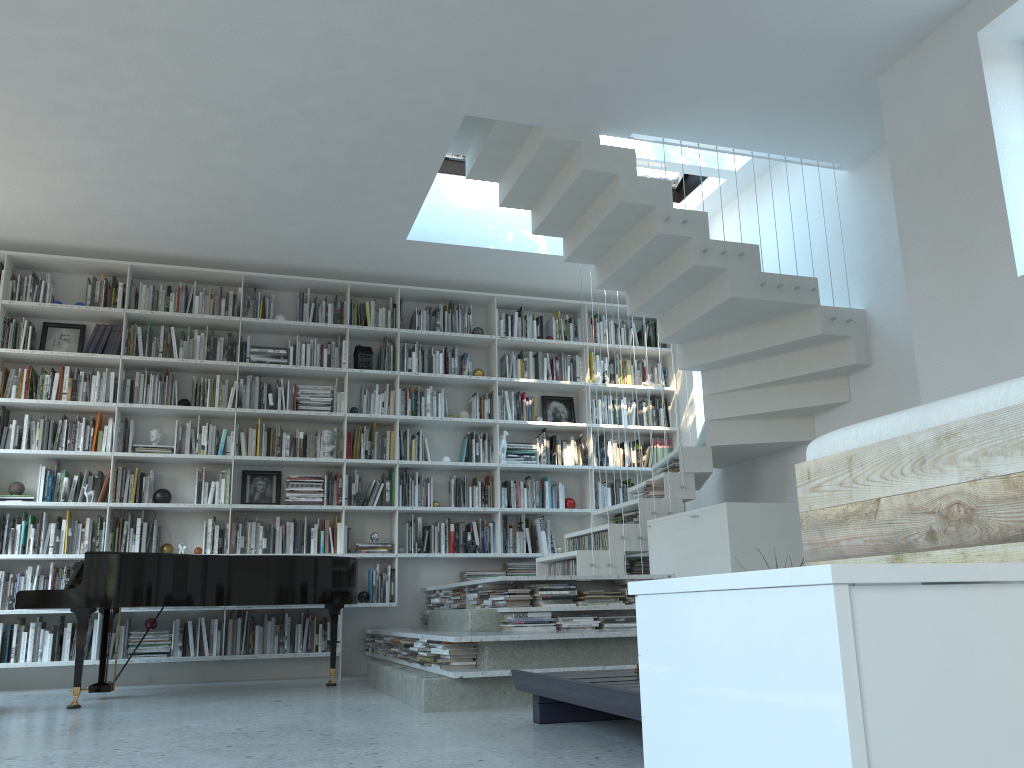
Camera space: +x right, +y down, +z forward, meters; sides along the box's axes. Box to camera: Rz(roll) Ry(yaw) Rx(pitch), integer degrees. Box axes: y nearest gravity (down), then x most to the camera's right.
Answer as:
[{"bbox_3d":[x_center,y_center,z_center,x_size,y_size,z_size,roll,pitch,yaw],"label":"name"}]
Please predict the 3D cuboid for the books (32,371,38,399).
[{"bbox_3d":[-3.546,0.040,6.603,0.047,0.249,0.134,3,-15,-17],"label":"books"}]

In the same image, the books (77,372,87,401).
[{"bbox_3d":[-3.248,0.053,6.700,0.029,0.260,0.158,3,-15,-17],"label":"books"}]

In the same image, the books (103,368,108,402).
[{"bbox_3d":[-3.076,0.041,6.729,0.012,0.290,0.182,3,-15,-17],"label":"books"}]

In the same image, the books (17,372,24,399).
[{"bbox_3d":[-3.622,0.043,6.568,0.030,0.229,0.172,3,-15,-17],"label":"books"}]

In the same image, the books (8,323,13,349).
[{"bbox_3d":[-3.727,-0.319,6.616,0.009,0.228,0.185,3,-15,-17],"label":"books"}]

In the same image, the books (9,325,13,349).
[{"bbox_3d":[-3.718,-0.314,6.607,0.004,0.213,0.187,3,-15,-17],"label":"books"}]

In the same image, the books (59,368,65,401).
[{"bbox_3d":[-3.359,0.036,6.645,0.023,0.270,0.187,3,-15,-17],"label":"books"}]

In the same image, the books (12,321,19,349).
[{"bbox_3d":[-3.697,-0.328,6.619,0.004,0.245,0.189,3,-15,-17],"label":"books"}]

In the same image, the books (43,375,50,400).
[{"bbox_3d":[-3.457,0.058,6.614,0.031,0.216,0.173,3,-15,-17],"label":"books"}]

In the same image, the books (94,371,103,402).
[{"bbox_3d":[-3.130,0.053,6.716,0.022,0.262,0.175,3,-15,-17],"label":"books"}]

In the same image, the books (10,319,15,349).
[{"bbox_3d":[-3.716,-0.332,6.627,0.009,0.259,0.184,3,-15,-17],"label":"books"}]

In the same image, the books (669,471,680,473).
[{"bbox_3d":[1.227,0.672,6.542,0.182,0.013,0.288,0,-14,-4],"label":"books"}]

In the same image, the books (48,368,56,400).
[{"bbox_3d":[-3.438,0.034,6.632,0.014,0.272,0.181,3,-15,-17],"label":"books"}]

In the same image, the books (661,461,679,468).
[{"bbox_3d":[1.228,0.597,6.560,0.191,0.013,0.244,0,-14,-6],"label":"books"}]

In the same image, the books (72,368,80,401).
[{"bbox_3d":[-3.285,0.038,6.688,0.025,0.285,0.161,3,-15,-17],"label":"books"}]

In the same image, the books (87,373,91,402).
[{"bbox_3d":[-3.204,0.056,6.717,0.035,0.260,0.131,3,-15,-17],"label":"books"}]

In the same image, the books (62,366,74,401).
[{"bbox_3d":[-3.332,0.029,6.650,0.030,0.285,0.185,3,-15,-17],"label":"books"}]

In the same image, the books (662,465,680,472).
[{"bbox_3d":[1.234,0.626,6.554,0.176,0.007,0.255,1,-15,-9],"label":"books"}]

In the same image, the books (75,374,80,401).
[{"bbox_3d":[-3.263,0.062,6.677,0.013,0.231,0.172,3,-15,-17],"label":"books"}]

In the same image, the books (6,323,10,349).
[{"bbox_3d":[-3.749,-0.321,6.625,0.005,0.237,0.154,3,-15,-17],"label":"books"}]

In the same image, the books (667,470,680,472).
[{"bbox_3d":[1.226,0.658,6.545,0.191,0.014,0.244,0,-14,-4],"label":"books"}]

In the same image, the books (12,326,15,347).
[{"bbox_3d":[-3.710,-0.324,6.637,0.010,0.248,0.166,3,-15,-17],"label":"books"}]

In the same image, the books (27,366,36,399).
[{"bbox_3d":[-3.568,0.021,6.581,0.011,0.276,0.164,3,-15,-17],"label":"books"}]

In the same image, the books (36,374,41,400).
[{"bbox_3d":[-3.519,0.052,6.613,0.012,0.230,0.150,3,-15,-17],"label":"books"}]

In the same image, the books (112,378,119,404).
[{"bbox_3d":[-2.991,0.085,6.728,0.039,0.202,0.236,3,-15,-17],"label":"books"}]

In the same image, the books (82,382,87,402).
[{"bbox_3d":[-3.222,0.090,6.697,0.022,0.185,0.137,3,-15,-17],"label":"books"}]

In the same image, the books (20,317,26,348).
[{"bbox_3d":[-3.657,-0.339,6.650,0.005,0.280,0.191,3,-15,-17],"label":"books"}]

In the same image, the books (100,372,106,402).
[{"bbox_3d":[-3.101,0.059,6.748,0.024,0.265,0.155,3,-15,-17],"label":"books"}]

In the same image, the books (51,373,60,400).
[{"bbox_3d":[-3.410,0.053,6.641,0.047,0.237,0.163,3,-15,-17],"label":"books"}]

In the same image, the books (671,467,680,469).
[{"bbox_3d":[1.244,0.636,6.553,0.154,0.014,0.197,0,-14,-4],"label":"books"}]

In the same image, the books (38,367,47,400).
[{"bbox_3d":[-3.506,0.030,6.619,0.012,0.276,0.151,3,-15,-17],"label":"books"}]

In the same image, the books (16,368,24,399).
[{"bbox_3d":[-3.643,0.028,6.570,0.010,0.262,0.151,3,-15,-17],"label":"books"}]

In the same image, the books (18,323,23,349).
[{"bbox_3d":[-3.669,-0.321,6.644,0.019,0.243,0.153,3,-15,-17],"label":"books"}]

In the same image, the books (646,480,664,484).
[{"bbox_3d":[1.076,0.699,6.263,0.234,0.025,0.158,-6,-15,19],"label":"books"}]

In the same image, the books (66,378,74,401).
[{"bbox_3d":[-3.302,0.074,6.644,0.029,0.195,0.192,3,-15,-17],"label":"books"}]

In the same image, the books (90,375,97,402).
[{"bbox_3d":[-3.155,0.068,6.705,0.030,0.230,0.172,3,-15,-17],"label":"books"}]

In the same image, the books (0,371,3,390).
[{"bbox_3d":[-3.754,0.036,6.532,0.022,0.232,0.151,3,-15,-17],"label":"books"}]

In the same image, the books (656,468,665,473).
[{"bbox_3d":[1.234,0.663,6.852,0.190,0.015,0.231,0,-14,-4],"label":"books"}]

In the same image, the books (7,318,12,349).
[{"bbox_3d":[-3.744,-0.340,6.631,0.005,0.276,0.147,3,-15,-17],"label":"books"}]

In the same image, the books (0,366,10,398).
[{"bbox_3d":[-3.735,0.020,6.533,0.012,0.262,0.180,3,-15,-17],"label":"books"}]

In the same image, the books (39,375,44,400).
[{"bbox_3d":[-3.489,0.056,6.604,0.014,0.217,0.164,3,-15,-17],"label":"books"}]

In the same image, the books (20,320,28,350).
[{"bbox_3d":[-3.641,-0.329,6.643,0.023,0.257,0.184,3,-15,-17],"label":"books"}]

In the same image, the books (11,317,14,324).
[{"bbox_3d":[-3.740,-0.344,6.636,0.006,0.288,0.144,3,-15,-17],"label":"books"}]

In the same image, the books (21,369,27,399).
[{"bbox_3d":[-3.600,0.033,6.576,0.014,0.252,0.187,3,-15,-17],"label":"books"}]

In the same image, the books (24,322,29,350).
[{"bbox_3d":[-3.628,-0.322,6.655,0.011,0.249,0.168,3,-15,-17],"label":"books"}]

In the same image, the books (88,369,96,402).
[{"bbox_3d":[-3.177,0.043,6.709,0.012,0.280,0.188,3,-15,-17],"label":"books"}]

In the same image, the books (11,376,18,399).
[{"bbox_3d":[-3.655,0.055,6.541,0.026,0.194,0.176,3,-15,-17],"label":"books"}]

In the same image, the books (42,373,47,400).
[{"bbox_3d":[-3.479,0.053,6.616,0.011,0.228,0.170,3,-15,-17],"label":"books"}]

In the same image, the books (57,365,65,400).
[{"bbox_3d":[-3.382,0.024,6.660,0.014,0.303,0.152,3,-15,-17],"label":"books"}]

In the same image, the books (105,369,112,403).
[{"bbox_3d":[-3.063,0.046,6.745,0.022,0.288,0.169,3,-15,-17],"label":"books"}]

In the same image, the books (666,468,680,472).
[{"bbox_3d":[1.234,0.647,6.549,0.187,0.009,0.261,1,-15,-7],"label":"books"}]

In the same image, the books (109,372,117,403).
[{"bbox_3d":[-3.035,0.059,6.748,0.035,0.263,0.178,3,-15,-17],"label":"books"}]

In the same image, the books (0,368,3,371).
[{"bbox_3d":[-3.773,0.027,6.538,0.012,0.253,0.161,3,-15,-17],"label":"books"}]

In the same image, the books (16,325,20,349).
[{"bbox_3d":[-3.676,-0.312,6.627,0.018,0.218,0.187,3,-15,-17],"label":"books"}]

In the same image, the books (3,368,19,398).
[{"bbox_3d":[-3.705,0.028,6.558,0.062,0.257,0.153,3,-15,-17],"label":"books"}]

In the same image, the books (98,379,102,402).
[{"bbox_3d":[-3.116,0.085,6.727,0.013,0.205,0.172,3,-15,-17],"label":"books"}]

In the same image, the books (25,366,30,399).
[{"bbox_3d":[-3.586,0.021,6.587,0.020,0.280,0.165,3,-15,-17],"label":"books"}]

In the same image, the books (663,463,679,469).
[{"bbox_3d":[1.237,0.608,6.559,0.174,0.009,0.240,1,-15,-8],"label":"books"}]
